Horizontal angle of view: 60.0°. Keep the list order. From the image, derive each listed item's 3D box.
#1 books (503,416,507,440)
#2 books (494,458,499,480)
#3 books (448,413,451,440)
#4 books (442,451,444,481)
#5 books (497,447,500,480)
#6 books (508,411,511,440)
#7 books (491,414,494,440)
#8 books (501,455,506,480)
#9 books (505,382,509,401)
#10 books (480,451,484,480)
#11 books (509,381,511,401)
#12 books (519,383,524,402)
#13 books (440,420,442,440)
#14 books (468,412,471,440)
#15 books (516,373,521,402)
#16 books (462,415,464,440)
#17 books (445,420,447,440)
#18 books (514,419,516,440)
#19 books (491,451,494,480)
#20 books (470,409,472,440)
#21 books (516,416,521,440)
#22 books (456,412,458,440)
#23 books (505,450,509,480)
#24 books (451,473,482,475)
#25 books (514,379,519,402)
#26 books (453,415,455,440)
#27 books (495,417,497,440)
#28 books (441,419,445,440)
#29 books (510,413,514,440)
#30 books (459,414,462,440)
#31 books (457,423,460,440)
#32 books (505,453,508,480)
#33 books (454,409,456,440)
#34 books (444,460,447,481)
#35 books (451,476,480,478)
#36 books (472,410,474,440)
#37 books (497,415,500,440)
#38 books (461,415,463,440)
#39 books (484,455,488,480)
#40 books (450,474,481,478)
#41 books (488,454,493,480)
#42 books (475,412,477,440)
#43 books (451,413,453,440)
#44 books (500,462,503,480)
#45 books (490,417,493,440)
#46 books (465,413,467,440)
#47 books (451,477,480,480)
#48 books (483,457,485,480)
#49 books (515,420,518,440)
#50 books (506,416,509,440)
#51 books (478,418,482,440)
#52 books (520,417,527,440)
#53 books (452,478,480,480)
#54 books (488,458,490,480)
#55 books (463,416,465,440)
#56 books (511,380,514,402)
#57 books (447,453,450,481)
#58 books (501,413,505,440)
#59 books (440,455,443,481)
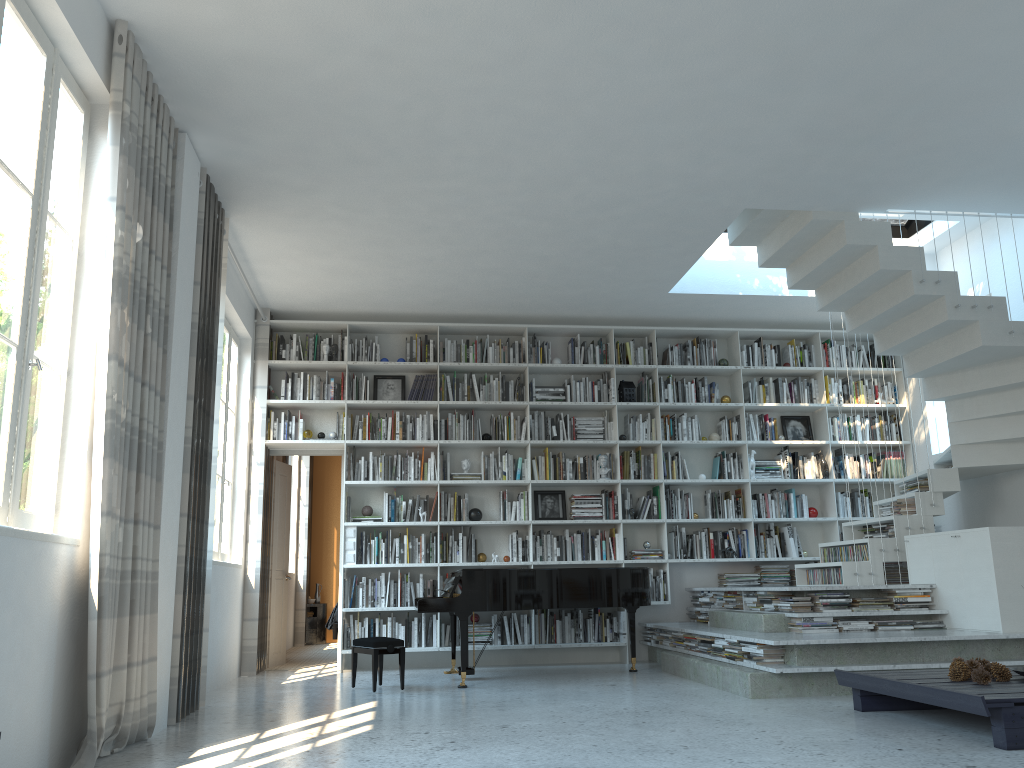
[{"bbox_3d":[-0.069,0.443,8.381,0.013,0.243,0.189,0,-13,-7],"label":"books"},{"bbox_3d":[-0.154,0.818,8.318,0.048,0.224,0.150,0,-13,-7],"label":"books"},{"bbox_3d":[-0.588,0.426,8.338,0.026,0.279,0.151,0,-13,-7],"label":"books"},{"bbox_3d":[-0.647,0.781,8.278,0.011,0.297,0.136,0,-12,-7],"label":"books"},{"bbox_3d":[-0.125,0.765,8.324,0.010,0.328,0.174,0,-13,-7],"label":"books"},{"bbox_3d":[-0.025,0.418,8.413,0.006,0.303,0.166,0,-13,-7],"label":"books"},{"bbox_3d":[-0.187,0.435,8.408,0.012,0.275,0.129,0,-12,-7],"label":"books"},{"bbox_3d":[-0.080,0.805,8.317,0.028,0.246,0.170,0,-13,-7],"label":"books"},{"bbox_3d":[-0.052,0.103,8.474,0.030,0.217,0.183,0,-13,-7],"label":"books"},{"bbox_3d":[-0.280,0.784,8.295,0.012,0.284,0.160,0,-13,-7],"label":"books"},{"bbox_3d":[-0.027,0.102,8.482,0.022,0.222,0.161,0,-13,-7],"label":"books"},{"bbox_3d":[0.090,0.113,8.516,0.028,0.211,0.135,0,-13,-7],"label":"books"},{"bbox_3d":[-0.671,0.459,8.316,0.015,0.207,0.186,0,-13,-7],"label":"books"},{"bbox_3d":[-0.403,0.420,8.357,0.011,0.291,0.177,0,-13,-7],"label":"books"},{"bbox_3d":[0.050,0.062,8.496,0.058,0.302,0.175,0,-13,-7],"label":"books"},{"bbox_3d":[-0.467,0.437,8.358,0.010,0.261,0.170,0,-13,-7],"label":"books"},{"bbox_3d":[-0.626,0.459,8.346,0.024,0.219,0.140,0,-13,-7],"label":"books"},{"bbox_3d":[0.017,0.458,8.417,0.011,0.229,0.166,0,-13,-7],"label":"books"},{"bbox_3d":[-0.182,0.784,8.305,0.012,0.285,0.168,0,-13,-7],"label":"books"},{"bbox_3d":[-0.386,0.409,8.375,0.004,0.320,0.153,0,-13,-7],"label":"books"},{"bbox_3d":[0.058,0.442,8.416,0.022,0.256,0.155,0,-13,-7],"label":"books"},{"bbox_3d":[-0.524,0.422,8.335,0.010,0.283,0.184,0,-13,-7],"label":"books"},{"bbox_3d":[-0.049,0.778,8.325,0.011,0.300,0.179,0,-13,-7],"label":"books"},{"bbox_3d":[-0.434,0.846,8.269,0.285,0.012,0.160,1,-13,-11],"label":"books"},{"bbox_3d":[0.035,0.081,8.490,0.055,0.263,0.167,0,-13,-7],"label":"books"},{"bbox_3d":[-0.551,0.434,8.338,0.024,0.261,0.178,0,-13,-7],"label":"books"},{"bbox_3d":[-0.151,0.446,8.373,0.005,0.235,0.179,0,-13,-7],"label":"books"},{"bbox_3d":[-0.653,0.456,8.344,0.029,0.224,0.137,0,-13,-7],"label":"books"},{"bbox_3d":[-0.009,0.428,8.409,0.022,0.284,0.190,0,-13,-7],"label":"books"},{"bbox_3d":[-0.485,0.430,8.331,0.009,0.262,0.190,0,-13,-7],"label":"books"},{"bbox_3d":[-0.506,0.473,8.344,0.029,0.186,0.149,0,-13,-7],"label":"books"},{"bbox_3d":[-0.059,0.793,8.312,0.012,0.265,0.193,0,-13,-7],"label":"books"},{"bbox_3d":[-0.537,0.410,8.358,0.011,0.316,0.155,0,-13,-7],"label":"books"},{"bbox_3d":[-0.622,0.821,8.261,0.034,0.209,0.136,0,-13,-7],"label":"books"},{"bbox_3d":[-0.434,0.870,8.266,0.254,0.012,0.161,1,-13,-10],"label":"books"},{"bbox_3d":[-0.373,0.413,8.382,0.005,0.315,0.157,0,-13,-7],"label":"books"},{"bbox_3d":[-0.128,0.439,8.409,0.009,0.266,0.150,0,-13,-7],"label":"books"},{"bbox_3d":[-0.475,0.437,8.332,0.012,0.251,0.184,0,-13,-7],"label":"books"},{"bbox_3d":[-0.248,0.802,8.290,0.030,0.246,0.174,0,-13,-7],"label":"books"},{"bbox_3d":[-0.435,0.859,8.271,0.285,0.012,0.160,0,-13,-5],"label":"books"},{"bbox_3d":[-0.201,0.795,8.312,0.022,0.266,0.151,0,-13,-7],"label":"books"},{"bbox_3d":[-0.347,0.422,8.357,0.011,0.286,0.189,0,-13,-7],"label":"books"},{"bbox_3d":[-0.569,0.427,8.336,0.012,0.275,0.157,0,-13,-7],"label":"books"},{"bbox_3d":[-0.108,0.837,8.326,0.025,0.189,0.140,0,-13,-7],"label":"books"},{"bbox_3d":[-0.195,0.444,8.398,0.005,0.253,0.161,0,-13,-7],"label":"books"},{"bbox_3d":[-0.436,0.426,8.353,0.011,0.278,0.169,0,-13,-7],"label":"books"},{"bbox_3d":[-0.433,0.881,8.259,0.254,0.012,0.161,2,-13,-12],"label":"books"},{"bbox_3d":[-0.270,0.813,8.304,0.010,0.231,0.155,0,-13,-7],"label":"books"},{"bbox_3d":[0.034,0.464,8.418,0.024,0.215,0.142,0,-13,-7],"label":"books"},{"bbox_3d":[-0.047,0.444,8.409,0.017,0.252,0.140,0,-13,-7],"label":"books"},{"bbox_3d":[-0.305,0.453,8.374,0.031,0.231,0.148,0,-13,-7],"label":"books"},{"bbox_3d":[0.103,0.448,8.398,0.064,0.236,0.209,0,-13,-7],"label":"books"},{"bbox_3d":[-0.433,0.893,8.259,0.254,0.012,0.161,1,-13,-11],"label":"books"},{"bbox_3d":[-0.225,0.818,8.319,0.024,0.226,0.138,0,-13,-7],"label":"books"},{"bbox_3d":[-0.457,0.440,8.358,0.011,0.255,0.152,0,-13,-7],"label":"books"},{"bbox_3d":[-0.006,0.098,8.501,0.024,0.236,0.153,0,-13,-7],"label":"books"},{"bbox_3d":[-0.595,0.787,8.266,0.021,0.277,0.137,0,-13,-7],"label":"books"},{"bbox_3d":[-0.096,0.429,8.416,0.033,0.287,0.155,0,-13,-7],"label":"books"},{"bbox_3d":[-0.661,0.796,8.254,0.024,0.256,0.134,0,-13,-7],"label":"books"}]
